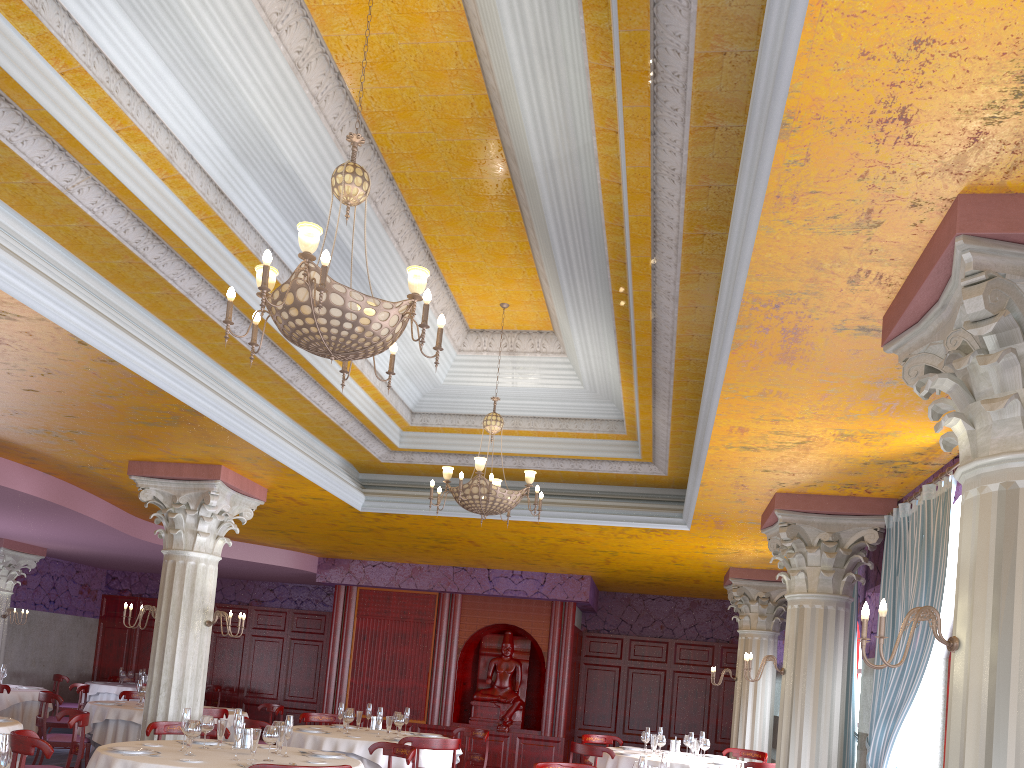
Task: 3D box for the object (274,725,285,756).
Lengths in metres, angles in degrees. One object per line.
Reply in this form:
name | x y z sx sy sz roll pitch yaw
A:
object | -1.868 2.876 6.907 0.085 0.230 0.088 4 -7 13

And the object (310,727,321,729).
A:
object | -2.310 4.031 10.043 0.162 0.009 0.163 16 -22 -28

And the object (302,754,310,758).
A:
object | -1.683 3.031 6.980 0.030 0.010 0.142 15 -21 -29

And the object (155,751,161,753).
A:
object | -2.637 2.737 6.376 0.030 0.010 0.142 15 -21 -29

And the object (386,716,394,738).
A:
object | -1.389 3.870 9.664 0.085 0.230 0.088 1 -8 35

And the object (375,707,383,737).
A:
object | -1.485 3.786 9.587 0.076 0.326 0.074 10 -7 -43

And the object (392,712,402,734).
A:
object | -1.381 4.067 10.273 0.122 0.256 0.126 5 -7 2

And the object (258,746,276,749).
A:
object | -2.103 3.127 7.368 0.158 0.009 0.167 2 -19 10

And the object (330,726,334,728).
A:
object | -2.217 4.162 10.413 0.056 0.019 0.264 14 -21 -27

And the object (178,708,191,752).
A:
object | -2.509 2.654 6.571 0.074 0.326 0.076 5 -5 2

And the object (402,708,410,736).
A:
object | -1.243 3.974 10.072 0.076 0.326 0.074 10 -7 -43

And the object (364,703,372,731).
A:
object | -1.729 4.015 10.317 0.076 0.326 0.074 10 -7 -43

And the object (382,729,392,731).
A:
object | -1.564 4.300 10.630 0.164 0.009 0.162 20 -24 -37

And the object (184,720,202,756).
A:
object | -2.378 2.629 6.364 0.122 0.256 0.126 5 -7 2

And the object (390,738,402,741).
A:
object | -1.173 3.875 9.318 0.312 0.023 0.330 2 -19 10

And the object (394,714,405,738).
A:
object | -1.284 3.884 9.718 0.122 0.256 0.126 5 -7 2

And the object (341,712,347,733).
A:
object | -1.893 3.847 9.728 0.086 0.230 0.088 6 -6 -9

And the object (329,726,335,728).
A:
object | -2.188 4.181 10.437 0.022 0.003 0.259 17 -22 -32

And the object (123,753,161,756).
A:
object | -2.628 2.632 6.085 0.263 0.019 0.056 16 -21 -30

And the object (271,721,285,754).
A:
object | -1.920 2.894 7.012 0.122 0.256 0.127 2 -8 24

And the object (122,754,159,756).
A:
object | -2.653 2.649 6.114 0.261 0.003 0.022 19 -23 -35

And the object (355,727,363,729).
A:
object | -1.908 4.275 10.650 0.028 0.013 0.238 16 -21 -31

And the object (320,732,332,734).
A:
object | -2.089 3.805 9.346 0.263 0.019 0.056 16 -21 -30

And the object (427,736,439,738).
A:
object | -0.914 4.216 10.222 0.239 0.013 0.028 18 -21 -34

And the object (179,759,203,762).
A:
object | -2.258 2.652 6.031 0.164 0.009 0.162 20 -24 -37

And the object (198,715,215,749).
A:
object | -2.474 2.812 6.919 0.124 0.256 0.125 8 -8 -21

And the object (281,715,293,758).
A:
object | -1.782 2.801 6.810 0.075 0.326 0.075 7 -6 -21

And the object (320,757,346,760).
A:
object | -1.453 3.043 6.961 0.239 0.013 0.028 18 -21 -34

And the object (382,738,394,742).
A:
object | -1.334 3.836 9.230 0.028 0.013 0.238 16 -21 -31

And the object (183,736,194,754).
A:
object | -2.432 2.674 6.467 0.085 0.230 0.088 1 -8 35

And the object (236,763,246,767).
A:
object | -1.873 2.663 5.969 0.028 0.013 0.238 16 -21 -31

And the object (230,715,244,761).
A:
object | -2.024 2.613 6.326 0.076 0.326 0.074 10 -7 -43

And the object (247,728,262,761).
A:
object | -1.929 2.697 6.403 0.085 0.230 0.088 1 -8 35

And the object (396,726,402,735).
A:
object | -1.329 4.049 10.168 0.085 0.230 0.088 4 -7 13

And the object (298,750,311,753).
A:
object | -1.691 3.126 7.273 0.263 0.019 0.056 16 -21 -30

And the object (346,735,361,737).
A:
object | -1.719 3.825 9.292 0.158 0.009 0.167 2 -19 10

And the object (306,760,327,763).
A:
object | -1.512 2.921 6.618 0.164 0.009 0.162 20 -24 -37

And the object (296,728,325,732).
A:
object | -2.239 3.841 9.496 0.312 0.023 0.330 2 -19 10

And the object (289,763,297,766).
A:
object | -1.563 2.769 6.206 0.056 0.019 0.264 14 -21 -27

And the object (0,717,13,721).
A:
object | -4.626 2.982 7.624 0.312 0.023 0.330 2 -19 10

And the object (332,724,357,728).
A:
object | -2.068 4.224 10.562 0.323 0.023 0.319 20 -24 -37

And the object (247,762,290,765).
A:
object | -1.712 2.702 6.057 0.312 0.023 0.330 2 -19 10

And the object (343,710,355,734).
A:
object | -1.839 3.802 9.625 0.122 0.256 0.126 5 -7 2

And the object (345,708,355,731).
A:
object | -1.935 3.985 10.181 0.122 0.256 0.126 5 -7 2

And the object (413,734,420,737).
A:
object | -1.144 4.204 10.242 0.030 0.010 0.142 15 -21 -29

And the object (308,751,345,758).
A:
object | -1.541 3.085 7.123 0.316 0.023 0.326 -10 -24 38

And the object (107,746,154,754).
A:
object | -2.778 2.668 6.235 0.312 0.023 0.330 2 -19 10

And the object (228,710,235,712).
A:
object | -3.845 4.447 11.653 0.239 0.013 0.028 18 -21 -34

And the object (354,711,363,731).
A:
object | -1.832 4.026 10.232 0.085 0.230 0.088 1 -8 35

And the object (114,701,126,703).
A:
object | -5.241 4.262 11.474 0.159 0.009 0.166 -6 -22 29

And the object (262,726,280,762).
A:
object | -1.823 2.711 6.457 0.124 0.256 0.125 8 -8 -21

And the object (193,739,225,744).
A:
object | -2.607 3.051 7.301 0.315 0.023 0.328 8 -19 -9

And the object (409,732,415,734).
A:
object | -1.152 4.299 10.534 0.263 0.019 0.056 16 -21 -30

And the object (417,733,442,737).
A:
object | -1.002 4.258 10.384 0.315 0.023 0.328 8 -19 -9

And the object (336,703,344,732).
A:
object | -1.970 3.827 9.832 0.076 0.326 0.074 10 -7 -43
